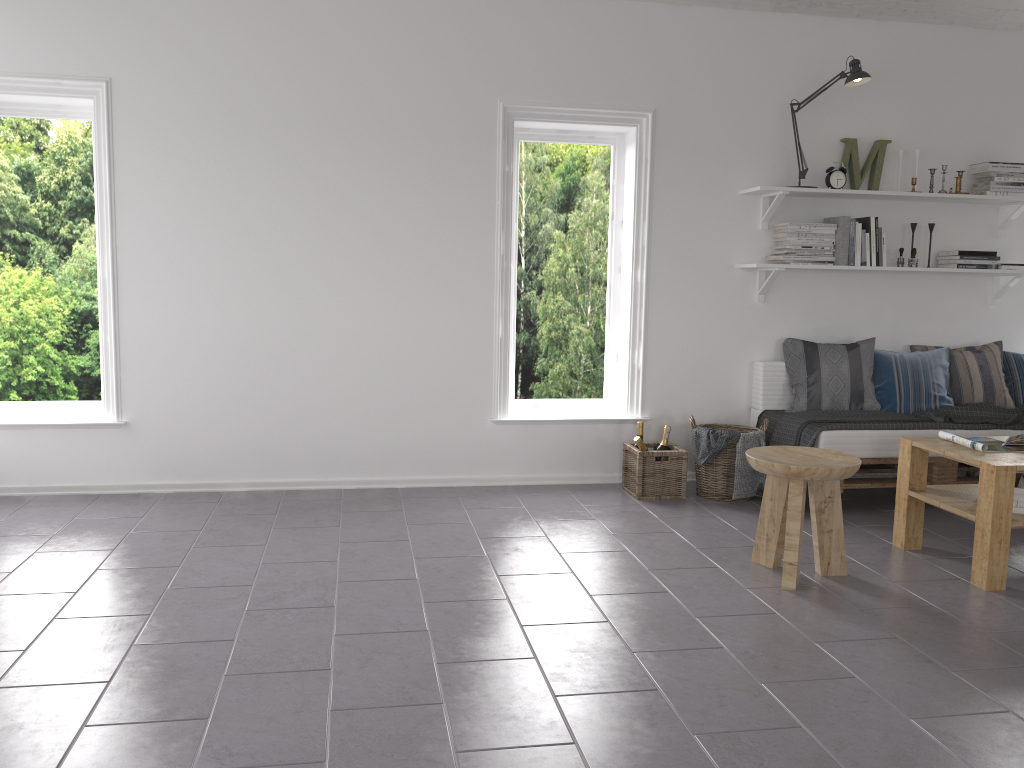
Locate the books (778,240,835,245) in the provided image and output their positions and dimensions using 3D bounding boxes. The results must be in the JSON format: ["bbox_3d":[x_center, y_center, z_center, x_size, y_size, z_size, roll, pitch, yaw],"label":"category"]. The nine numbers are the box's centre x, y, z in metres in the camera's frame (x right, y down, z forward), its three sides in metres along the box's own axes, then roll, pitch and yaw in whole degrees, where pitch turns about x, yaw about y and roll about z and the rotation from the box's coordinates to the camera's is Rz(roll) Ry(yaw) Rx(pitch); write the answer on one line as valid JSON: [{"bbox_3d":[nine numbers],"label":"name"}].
[{"bbox_3d":[1.656,-0.794,5.000,0.263,0.017,0.167,0,7,-10],"label":"books"}]

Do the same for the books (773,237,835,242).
[{"bbox_3d":[1.645,-0.812,5.010,0.288,0.016,0.182,0,7,-10],"label":"books"}]

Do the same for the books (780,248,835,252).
[{"bbox_3d":[1.661,-0.753,4.995,0.256,0.013,0.161,0,7,-10],"label":"books"}]

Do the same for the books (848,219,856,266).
[{"bbox_3d":[1.868,-0.793,5.000,0.046,0.257,0.193,0,7,-10],"label":"books"}]

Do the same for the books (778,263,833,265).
[{"bbox_3d":[1.653,-0.675,5.006,0.254,0.012,0.161,0,7,-10],"label":"books"}]

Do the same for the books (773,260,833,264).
[{"bbox_3d":[1.638,-0.687,4.998,0.285,0.012,0.159,0,7,-10],"label":"books"}]

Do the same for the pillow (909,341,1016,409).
[{"bbox_3d":[2.606,-0.029,5.099,0.546,0.438,0.316,1,7,2],"label":"pillow"}]

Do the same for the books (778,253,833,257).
[{"bbox_3d":[1.653,-0.726,5.006,0.254,0.013,0.161,0,7,-10],"label":"books"}]

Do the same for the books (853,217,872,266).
[{"bbox_3d":[1.974,-0.802,5.021,0.038,0.274,0.200,0,7,-10],"label":"books"}]

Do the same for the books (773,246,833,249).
[{"bbox_3d":[1.638,-0.766,4.998,0.285,0.012,0.159,0,7,-10],"label":"books"}]

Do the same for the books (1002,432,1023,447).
[{"bbox_3d":[2.297,0.246,3.698,0.422,0.049,0.300,6,8,34],"label":"books"}]

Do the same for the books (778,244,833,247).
[{"bbox_3d":[1.651,-0.778,4.993,0.254,0.012,0.161,0,7,-10],"label":"books"}]

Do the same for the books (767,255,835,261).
[{"bbox_3d":[1.626,-0.708,5.004,0.331,0.025,0.176,0,7,-10],"label":"books"}]

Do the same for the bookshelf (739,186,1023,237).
[{"bbox_3d":[2.194,-0.968,5.034,1.820,0.212,0.269,0,7,-10],"label":"bookshelf"}]

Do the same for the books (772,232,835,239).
[{"bbox_3d":[1.642,-0.834,5.006,0.296,0.028,0.180,0,7,-10],"label":"books"}]

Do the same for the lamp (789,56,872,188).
[{"bbox_3d":[1.711,-1.411,4.832,0.439,0.703,0.196,4,7,25],"label":"lamp"}]

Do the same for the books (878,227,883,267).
[{"bbox_3d":[2.041,-0.773,5.027,0.047,0.219,0.171,0,7,-10],"label":"books"}]

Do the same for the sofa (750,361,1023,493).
[{"bbox_3d":[2.959,0.228,4.413,2.855,0.932,2.017,0,7,-10],"label":"sofa"}]

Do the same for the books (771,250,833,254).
[{"bbox_3d":[1.634,-0.741,5.016,0.288,0.016,0.182,0,7,-10],"label":"books"}]

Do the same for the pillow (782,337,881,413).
[{"bbox_3d":[1.785,-0.040,4.968,0.534,0.444,0.301,2,7,6],"label":"pillow"}]

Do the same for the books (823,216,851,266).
[{"bbox_3d":[1.821,-0.801,4.993,0.050,0.271,0.200,0,7,-10],"label":"books"}]

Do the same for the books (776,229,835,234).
[{"bbox_3d":[1.646,-0.855,4.988,0.273,0.021,0.174,0,7,-10],"label":"books"}]

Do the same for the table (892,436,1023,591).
[{"bbox_3d":[2.471,0.511,3.760,1.457,0.485,0.607,0,7,-10],"label":"table"}]

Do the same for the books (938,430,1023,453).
[{"bbox_3d":[1.989,0.242,3.733,0.229,0.043,0.300,0,7,-6],"label":"books"}]

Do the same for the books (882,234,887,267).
[{"bbox_3d":[2.067,-0.757,5.033,0.045,0.185,0.152,0,7,-10],"label":"books"}]

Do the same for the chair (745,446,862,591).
[{"bbox_3d":[1.131,0.519,3.496,0.431,0.479,0.431,0,7,-12],"label":"chair"}]

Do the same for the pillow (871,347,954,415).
[{"bbox_3d":[2.235,-0.004,5.006,0.525,0.401,0.331,2,7,9],"label":"pillow"}]

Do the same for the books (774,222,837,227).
[{"bbox_3d":[1.641,-0.888,4.972,0.288,0.016,0.182,0,7,-10],"label":"books"}]

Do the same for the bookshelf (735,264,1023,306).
[{"bbox_3d":[2.186,-0.561,5.082,1.820,0.212,0.269,0,7,-10],"label":"bookshelf"}]

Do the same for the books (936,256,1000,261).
[{"bbox_3d":[2.648,-0.730,5.154,0.258,0.023,0.212,0,7,-10],"label":"books"}]

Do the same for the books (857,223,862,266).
[{"bbox_3d":[1.908,-0.783,5.015,0.031,0.236,0.200,0,7,-10],"label":"books"}]

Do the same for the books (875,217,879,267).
[{"bbox_3d":[2.014,-0.802,5.033,0.048,0.274,0.210,0,7,-10],"label":"books"}]

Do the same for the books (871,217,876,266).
[{"bbox_3d":[1.991,-0.801,5.027,0.054,0.272,0.200,0,7,-10],"label":"books"}]

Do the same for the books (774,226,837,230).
[{"bbox_3d":[1.645,-0.874,4.985,0.288,0.016,0.182,0,7,-10],"label":"books"}]

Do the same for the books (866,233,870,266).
[{"bbox_3d":[1.967,-0.754,4.991,0.042,0.185,0.125,0,7,-10],"label":"books"}]

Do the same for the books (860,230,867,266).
[{"bbox_3d":[1.943,-0.763,4.989,0.044,0.203,0.141,0,7,-10],"label":"books"}]

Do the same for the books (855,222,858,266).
[{"bbox_3d":[1.891,-0.787,5.010,0.019,0.243,0.205,0,7,-10],"label":"books"}]

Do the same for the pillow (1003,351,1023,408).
[{"bbox_3d":[3.050,0.010,5.121,0.523,0.408,0.341,2,7,6],"label":"pillow"}]
